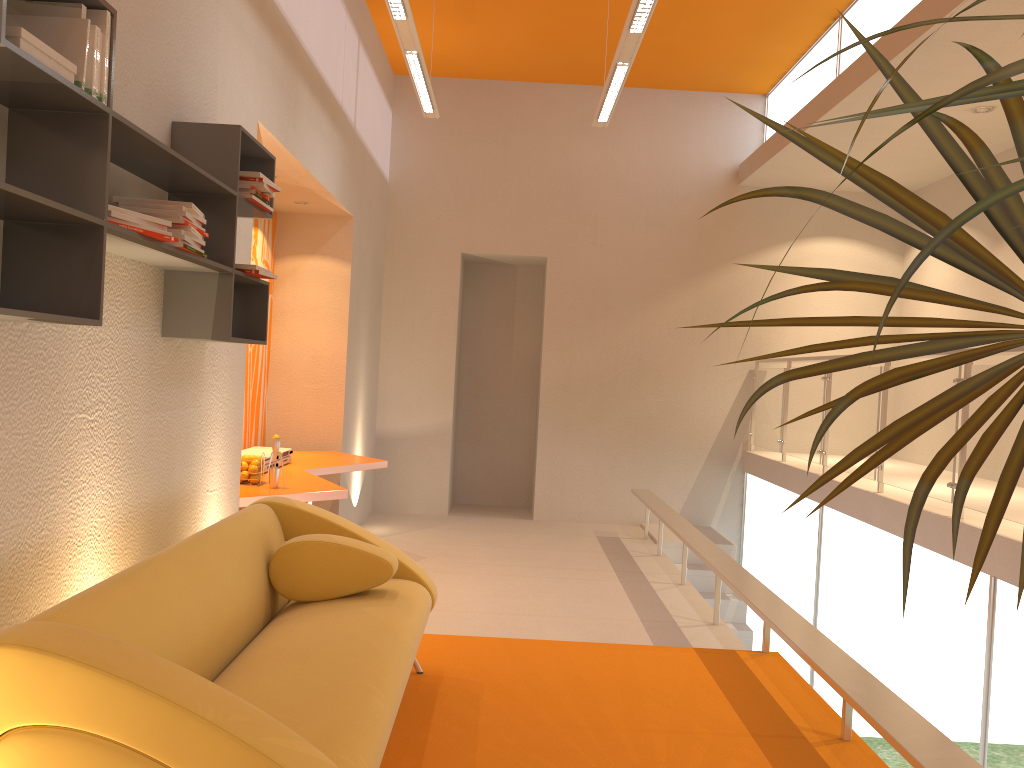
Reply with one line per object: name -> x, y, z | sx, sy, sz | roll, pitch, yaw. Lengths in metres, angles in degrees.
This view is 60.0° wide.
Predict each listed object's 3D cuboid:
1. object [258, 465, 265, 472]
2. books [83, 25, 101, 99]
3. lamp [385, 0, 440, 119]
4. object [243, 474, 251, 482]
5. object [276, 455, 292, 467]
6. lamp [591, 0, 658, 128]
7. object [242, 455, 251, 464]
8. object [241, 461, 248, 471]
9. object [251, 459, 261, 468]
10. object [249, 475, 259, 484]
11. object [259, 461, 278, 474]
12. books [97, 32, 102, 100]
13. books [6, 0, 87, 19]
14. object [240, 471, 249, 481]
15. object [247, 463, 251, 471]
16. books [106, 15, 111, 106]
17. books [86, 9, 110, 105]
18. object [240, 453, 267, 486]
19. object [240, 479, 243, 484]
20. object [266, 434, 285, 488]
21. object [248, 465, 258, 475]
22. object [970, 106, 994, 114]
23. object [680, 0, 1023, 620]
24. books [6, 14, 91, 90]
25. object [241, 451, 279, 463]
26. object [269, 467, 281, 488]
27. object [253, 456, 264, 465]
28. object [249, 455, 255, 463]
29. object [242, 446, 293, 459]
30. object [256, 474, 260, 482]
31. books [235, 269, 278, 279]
object -> -1.407, 0.464, 4.933 | 0.063, 0.051, 0.053 | 3, 1, 4
books -> -1.110, -0.776, 2.125 | 0.230, 0.169, 0.027 | 3, 1, 0
lamp -> -0.556, -2.426, 4.863 | 0.120, 1.052, 3.195 | 3, 1, 0
object -> -1.468, 0.509, 4.884 | 0.052, 0.060, 0.057 | 4, 1, 41
object -> -1.608, 0.502, 5.801 | 0.250, 0.049, 0.349 | 3, 1, 0
lamp -> 0.671, -2.361, 4.868 | 0.120, 1.052, 3.195 | 3, 1, 0
object -> -1.463, 0.415, 4.874 | 0.063, 0.053, 0.051 | 4, 1, 36
object -> -1.465, 0.447, 4.831 | 0.061, 0.051, 0.055 | 3, 1, 29
object -> -1.402, 0.439, 4.850 | 0.053, 0.051, 0.063 | 3, 1, -10
object -> -1.402, 0.518, 4.819 | 0.053, 0.053, 0.061 | 3, 1, -10
object -> -1.600, 0.507, 5.446 | 0.262, 0.049, 0.349 | 3, 1, 0
books -> -1.119, -0.777, 2.153 | 0.230, 0.169, 0.027 | 3, 1, 0
books -> -1.122, -0.797, 2.101 | 0.207, 0.210, 0.021 | 3, 1, 0
object -> -1.449, 0.496, 4.804 | 0.052, 0.053, 0.062 | 3, 1, -18
object -> -1.432, 0.462, 4.881 | 0.051, 0.053, 0.064 | 4, 1, 38
books -> -1.116, -0.806, 2.194 | 0.230, 0.227, 0.017 | 3, 1, 0
books -> -1.109, -0.806, 2.175 | 0.230, 0.227, 0.017 | 3, 1, 0
object -> -1.471, 0.458, 4.866 | 0.207, 0.174, 0.189 | 3, 1, 0
object -> -1.487, 0.518, 4.827 | 0.050, 0.055, 0.061 | 3, 1, -10
object -> -1.277, 0.413, 4.769 | 0.101, 0.288, 0.088 | 3, 1, -30
object -> -1.403, 0.467, 4.809 | 0.053, 0.055, 0.060 | 3, 1, -12
object -> 3.197, -1.882, 6.028 | 0.143, 0.059, 0.143 | 3, 1, -28
object -> 1.678, 0.228, 0.407 | 3.098, 2.600, 3.241 | 3, 1, 8
books -> -1.108, -0.775, 2.071 | 0.230, 0.169, 0.023 | 3, 1, 0
object -> -1.598, 0.458, 5.446 | 0.262, 0.049, 0.349 | 3, 1, 0
object -> -1.275, 0.504, 4.758 | 0.060, 0.106, 0.060 | 3, 1, 32
object -> -1.401, 0.425, 4.904 | 0.057, 0.060, 0.052 | 3, 1, 23
object -> -1.446, 0.419, 4.931 | 0.063, 0.051, 0.053 | 3, 1, -8
object -> -1.599, 0.453, 5.801 | 0.262, 0.049, 0.349 | 3, 1, 0
object -> -1.409, 0.518, 4.879 | 0.061, 0.053, 0.053 | 3, 1, -13
books -> -1.083, -0.436, 3.499 | 0.254, 0.015, 0.190 | 3, 1, 6
